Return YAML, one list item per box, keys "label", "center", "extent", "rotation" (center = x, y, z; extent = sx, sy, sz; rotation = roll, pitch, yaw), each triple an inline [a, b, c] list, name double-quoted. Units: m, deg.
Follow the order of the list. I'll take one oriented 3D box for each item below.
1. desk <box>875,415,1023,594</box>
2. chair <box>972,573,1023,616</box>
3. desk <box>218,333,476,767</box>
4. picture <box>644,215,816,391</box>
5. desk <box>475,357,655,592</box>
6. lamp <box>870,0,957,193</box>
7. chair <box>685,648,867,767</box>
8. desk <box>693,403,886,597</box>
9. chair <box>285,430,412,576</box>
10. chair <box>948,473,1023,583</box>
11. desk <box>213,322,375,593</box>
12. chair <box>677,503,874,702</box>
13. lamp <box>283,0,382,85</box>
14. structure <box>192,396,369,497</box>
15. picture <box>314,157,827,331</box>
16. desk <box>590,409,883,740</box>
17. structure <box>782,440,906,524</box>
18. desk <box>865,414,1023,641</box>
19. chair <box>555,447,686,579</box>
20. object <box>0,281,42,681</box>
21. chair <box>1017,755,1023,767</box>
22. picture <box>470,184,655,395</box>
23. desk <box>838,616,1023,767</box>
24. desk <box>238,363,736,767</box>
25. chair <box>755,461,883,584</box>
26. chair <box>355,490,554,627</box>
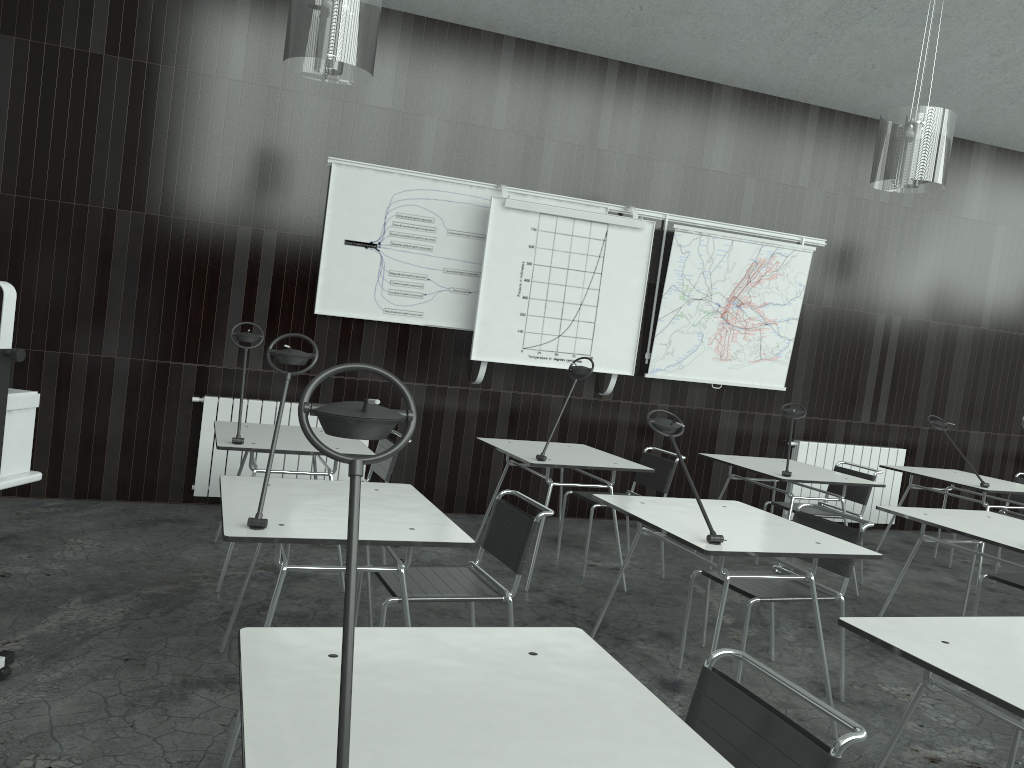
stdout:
- label: "desk"
  center: [2.995, 0.836, 5.844]
  extent: [0.700, 1.153, 0.900]
  rotation: [6, 3, -20]
- label: "chair"
  center: [2.449, 1.069, 3.994]
  extent: [0.555, 0.765, 0.428]
  rotation: [5, 4, -24]
- label: "desk"
  center: [-0.579, 0.494, 2.867]
  extent: [0.700, 1.321, 0.900]
  rotation: [6, 3, -19]
- label: "picture"
  center: [1.614, -0.625, 6.548]
  extent: [1.211, 1.342, 0.163]
  rotation: [6, 3, -19]
- label: "desk"
  center: [0.259, 0.479, 4.891]
  extent: [0.700, 1.321, 0.900]
  rotation: [6, 3, -21]
- label: "lamp"
  center: [2.134, -2.002, 4.512]
  extent: [0.359, 1.761, 0.350]
  rotation: [6, 3, -19]
- label: "chair"
  center: [0.204, 0.943, 1.488]
  extent: [0.555, 0.765, 0.428]
  rotation: [6, 3, -20]
- label: "desk"
  center: [1.631, 0.703, 5.328]
  extent: [0.700, 1.153, 0.900]
  rotation: [6, 3, -19]
- label: "chair"
  center: [-0.857, 0.647, 4.491]
  extent: [0.555, 0.765, 0.428]
  rotation: [6, 3, -21]
- label: "chair"
  center: [3.365, 1.065, 6.000]
  extent: [0.555, 0.765, 0.428]
  rotation: [6, 3, -20]
- label: "desk"
  center: [-1.099, 0.347, 4.363]
  extent: [0.700, 1.321, 0.900]
  rotation: [6, 3, -20]
- label: "chair"
  center: [1.031, 0.929, 3.477]
  extent: [0.555, 0.765, 0.428]
  rotation: [5, 3, -23]
- label: "lamp"
  center: [-0.640, -2.278, 3.540]
  extent: [0.359, 1.761, 0.350]
  rotation: [6, 3, -19]
- label: "structure"
  center: [-1.472, 0.470, 5.656]
  extent: [1.129, 0.688, 0.079]
  rotation: [6, 3, -19]
- label: "picture"
  center: [0.574, -0.868, 6.242]
  extent: [3.818, 1.102, 0.050]
  rotation: [6, 3, -19]
- label: "desk"
  center: [0.778, 0.714, 3.326]
  extent: [0.700, 1.153, 0.900]
  rotation: [6, 3, -19]
- label: "structure"
  center: [2.647, 0.879, 7.100]
  extent: [1.129, 0.688, 0.079]
  rotation: [6, 3, -19]
- label: "desk"
  center: [2.165, 0.765, 3.854]
  extent: [0.700, 1.321, 0.900]
  rotation: [6, 3, -19]
- label: "chair"
  center: [0.618, 0.791, 5.055]
  extent: [0.555, 0.765, 0.428]
  rotation: [6, 3, -21]
- label: "object"
  center: [-1.767, 0.210, 2.552]
  extent: [0.680, 1.639, 0.559]
  rotation: [7, 3, 5]
- label: "chair"
  center: [1.504, 1.069, 2.003]
  extent: [0.555, 0.765, 0.428]
  rotation: [6, 3, -19]
- label: "picture"
  center: [0.325, -0.691, 6.061]
  extent: [1.191, 1.508, 0.254]
  rotation: [6, 3, -19]
- label: "desk"
  center: [1.251, 0.853, 1.882]
  extent: [0.700, 1.153, 0.900]
  rotation: [6, 3, -19]
- label: "desk"
  center: [-0.055, 0.642, 1.360]
  extent: [0.700, 1.321, 0.900]
  rotation: [6, 3, -18]
- label: "chair"
  center: [1.884, 0.920, 5.448]
  extent: [0.555, 0.765, 0.428]
  rotation: [6, 3, -17]
- label: "chair"
  center: [-0.217, 0.806, 3.021]
  extent: [0.555, 0.765, 0.428]
  rotation: [6, 3, -22]
